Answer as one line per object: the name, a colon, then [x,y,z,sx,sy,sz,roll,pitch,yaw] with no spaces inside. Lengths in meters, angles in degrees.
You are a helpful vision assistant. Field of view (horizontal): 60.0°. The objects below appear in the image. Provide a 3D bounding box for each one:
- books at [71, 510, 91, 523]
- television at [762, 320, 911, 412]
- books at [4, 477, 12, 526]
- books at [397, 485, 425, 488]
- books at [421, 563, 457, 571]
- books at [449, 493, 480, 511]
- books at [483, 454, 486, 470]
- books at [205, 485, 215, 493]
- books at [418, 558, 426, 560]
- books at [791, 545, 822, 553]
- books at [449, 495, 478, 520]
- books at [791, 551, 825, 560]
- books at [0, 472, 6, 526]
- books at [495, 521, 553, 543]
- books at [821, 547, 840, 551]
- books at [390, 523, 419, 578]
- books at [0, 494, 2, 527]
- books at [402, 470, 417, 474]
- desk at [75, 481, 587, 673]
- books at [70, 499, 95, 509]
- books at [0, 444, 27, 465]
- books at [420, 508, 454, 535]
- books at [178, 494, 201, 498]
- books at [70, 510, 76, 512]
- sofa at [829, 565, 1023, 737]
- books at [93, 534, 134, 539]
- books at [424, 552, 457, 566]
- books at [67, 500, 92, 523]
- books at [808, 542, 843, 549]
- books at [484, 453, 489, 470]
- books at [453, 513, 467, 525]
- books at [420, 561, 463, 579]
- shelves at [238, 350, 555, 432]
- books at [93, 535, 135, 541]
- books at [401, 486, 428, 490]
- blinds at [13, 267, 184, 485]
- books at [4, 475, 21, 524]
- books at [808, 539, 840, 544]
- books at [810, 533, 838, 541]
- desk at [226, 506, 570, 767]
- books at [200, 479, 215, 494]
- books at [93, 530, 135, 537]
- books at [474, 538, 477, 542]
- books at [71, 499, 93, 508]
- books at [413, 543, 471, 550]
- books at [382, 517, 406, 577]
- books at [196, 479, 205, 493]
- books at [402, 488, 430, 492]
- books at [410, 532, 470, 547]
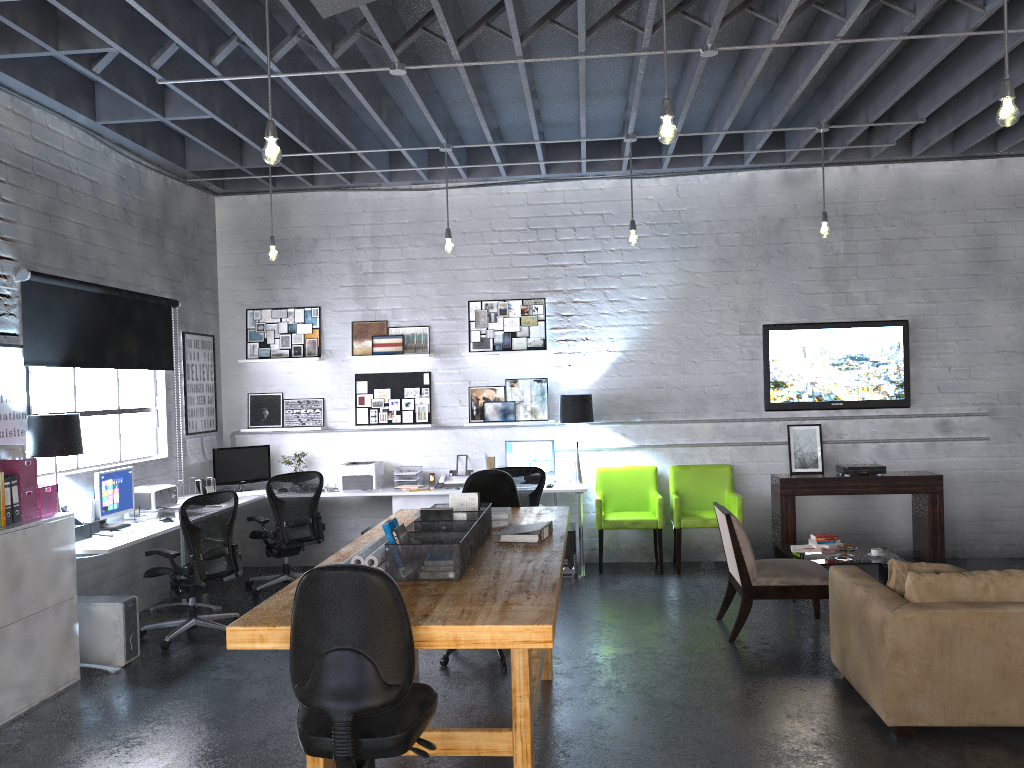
books: [-2.889,0.935,5.948,0.134,0.176,0.020,-2,1,5]
television: [3.005,-0.167,8.221,1.324,0.816,0.021,-2,1,5]
books: [-2.916,0.657,4.959,0.219,0.267,0.060,-2,1,10]
books: [-0.921,0.937,8.105,0.211,0.014,0.148,-2,0,20]
books: [-0.298,0.767,3.783,0.141,0.021,0.203,-2,0,6]
books: [-0.258,0.701,4.837,0.171,0.210,0.046,-2,1,5]
books: [-0.239,0.804,8.344,0.036,0.296,0.210,-2,1,5]
books: [-2.722,0.959,7.997,0.037,0.076,0.102,-1,0,20]
books: [-0.325,0.792,4.096,0.250,0.031,0.185,-2,0,2]
books: [2.326,1.304,7.013,0.223,0.027,0.161,-2,0,14]
books: [-0.264,0.708,4.806,0.158,0.200,0.082,-2,1,5]
books: [2.333,1.340,6.990,0.174,0.045,0.240,-2,0,-6]
books: [-2.889,0.639,4.905,0.159,0.298,0.026,-2,1,5]
books: [0.063,0.766,4.609,0.244,0.067,0.298,-2,0,14]
books: [2.546,1.341,7.281,0.223,0.032,0.161,-2,0,-15]
books: [-0.450,0.706,3.768,0.097,0.209,0.157,-2,1,5]
books: [-2.895,0.655,4.879,0.161,0.266,0.026,-2,1,5]
books: [-0.984,0.836,8.440,0.134,0.008,0.203,-2,0,-12]
desk: [-1.189,1.372,6.987,3.575,0.785,3.298,-2,0,5]
books: [-2.913,0.901,6.005,0.179,0.247,0.026,-2,1,5]
books: [-2.903,0.480,5.131,0.192,0.267,0.060,-2,1,5]
books: [-0.357,0.703,4.274,0.158,0.214,0.063,-2,1,5]
books: [-2.736,0.968,7.677,0.297,0.006,0.210,-2,0,5]
books: [-2.939,0.937,5.956,0.133,0.176,0.009,-2,1,-1]
sofa: [2.948,1.328,4.559,2.330,0.629,1.104,-2,0,5]
books: [-2.641,1.002,5.877,0.209,0.012,0.158,-2,0,28]
books: [-0.303,0.746,3.778,0.127,0.022,0.181,-2,0,0]
books: [-2.916,0.904,5.974,0.172,0.243,0.026,-2,1,5]
books: [2.572,1.312,7.273,0.161,0.026,0.223,-2,0,-26]
books: [-0.231,0.803,8.348,0.043,0.296,0.210,-2,1,5]
books: [-0.286,0.714,4.299,0.143,0.188,0.061,-2,1,5]
books: [-0.301,0.792,3.782,0.155,0.029,0.226,-2,0,5]
shelves: [-1.113,0.071,8.512,3.024,0.694,0.199,-2,1,5]
books: [-2.638,1.014,5.874,0.213,0.012,0.158,-2,0,30]
books: [-0.894,0.951,8.106,0.211,0.014,0.148,-2,0,-20]
blinds: [-2.995,0.071,6.679,0.100,1.632,2.119,-2,0,5]
books: [-2.912,0.655,5.019,0.220,0.271,0.082,-2,1,5]
books: [2.561,1.288,7.277,0.208,0.024,0.144,-2,0,-10]
books: [2.558,1.255,7.269,0.185,0.041,0.129,-2,0,-1]
desk: [-0.289,1.272,4.392,1.115,0.926,2.831,-2,0,5]
books: [-2.746,0.928,7.995,0.017,0.121,0.184,-1,0,20]
books: [-2.637,0.991,5.880,0.212,0.010,0.170,-2,0,31]
books: [-0.303,0.776,4.436,0.248,0.021,0.176,-2,0,4]
books: [-2.917,0.902,5.987,0.175,0.245,0.026,-2,1,5]
books: [-0.325,0.744,4.096,0.250,0.022,0.205,-2,0,10]
books: [-0.482,0.695,3.785,0.108,0.234,0.166,-2,1,5]
books: [-2.808,0.922,8.033,0.052,0.109,0.133,-1,0,20]
books: [-0.876,0.964,8.117,0.211,0.014,0.148,-2,0,-31]
books: [-0.336,0.719,4.093,0.232,0.027,0.185,-2,0,-23]
